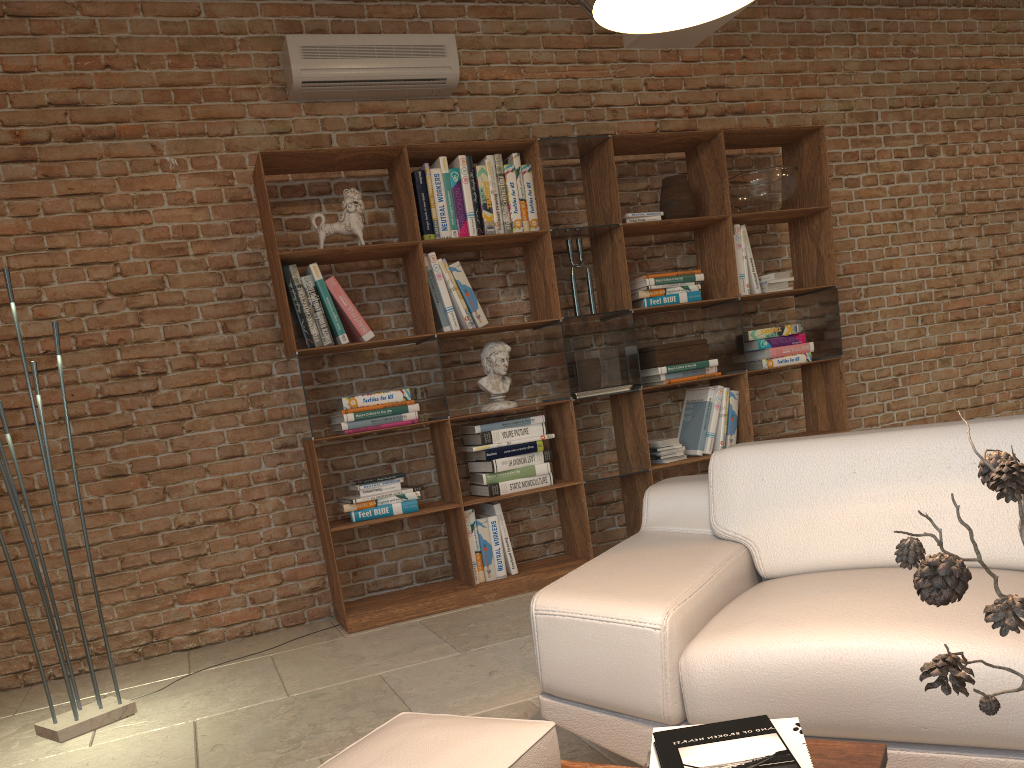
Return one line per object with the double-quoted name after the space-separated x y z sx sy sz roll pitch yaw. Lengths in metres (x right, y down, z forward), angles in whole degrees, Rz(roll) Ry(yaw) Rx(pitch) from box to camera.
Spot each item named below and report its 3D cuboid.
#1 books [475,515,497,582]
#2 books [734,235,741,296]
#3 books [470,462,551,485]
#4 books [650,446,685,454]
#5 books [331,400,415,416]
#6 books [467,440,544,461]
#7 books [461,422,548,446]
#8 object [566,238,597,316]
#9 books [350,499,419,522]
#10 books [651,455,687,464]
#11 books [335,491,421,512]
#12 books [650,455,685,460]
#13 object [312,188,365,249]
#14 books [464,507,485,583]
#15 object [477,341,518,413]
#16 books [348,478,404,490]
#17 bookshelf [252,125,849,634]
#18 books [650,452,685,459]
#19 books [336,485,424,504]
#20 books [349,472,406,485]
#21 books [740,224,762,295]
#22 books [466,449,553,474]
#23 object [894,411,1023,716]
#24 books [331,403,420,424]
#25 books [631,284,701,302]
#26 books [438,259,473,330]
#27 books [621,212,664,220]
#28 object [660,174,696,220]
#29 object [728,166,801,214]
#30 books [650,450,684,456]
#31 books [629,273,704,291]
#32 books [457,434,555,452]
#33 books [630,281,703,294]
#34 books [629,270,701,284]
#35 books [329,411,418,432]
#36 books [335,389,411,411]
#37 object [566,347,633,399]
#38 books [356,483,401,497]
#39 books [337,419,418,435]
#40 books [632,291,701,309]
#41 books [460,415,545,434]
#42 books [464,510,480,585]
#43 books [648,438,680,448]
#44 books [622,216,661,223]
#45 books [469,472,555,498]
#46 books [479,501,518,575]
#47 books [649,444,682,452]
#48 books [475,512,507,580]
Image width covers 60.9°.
-0.172 0.848 4.534 0.057 0.336 0.252 -12 7 -21 "books"
1.165 -0.633 4.854 0.055 0.336 0.252 -12 7 -21 "books"
-0.018 0.463 4.550 0.359 0.056 0.281 -8 0 -18 "books"
0.830 0.371 4.874 0.168 0.019 0.236 -8 -1 -28 "books"
-0.683 0.118 4.262 0.352 0.021 0.271 -8 -1 -22 "books"
-0.040 0.343 4.499 0.322 0.056 0.254 -8 0 -25 "books"
-0.040 0.260 4.521 0.374 0.066 0.244 -8 0 -26 "books"
0.351 -0.547 4.509 0.120 0.407 0.061 -11 10 -17 "object"
-0.638 0.618 4.327 0.325 0.056 0.252 -8 0 -10 "books"
0.838 0.423 4.883 0.168 0.019 0.237 -8 -1 -33 "books"
-0.667 0.575 4.320 0.376 0.037 0.243 -8 0 -20 "books"
0.832 0.410 4.872 0.154 0.008 0.242 -8 -1 -26 "books"
-0.804 -0.765 4.053 0.250 0.289 0.128 -10 8 -12 "object"
-0.222 0.828 4.522 0.036 0.391 0.241 -12 8 -21 "books"
-0.088 -0.039 4.453 0.196 0.357 0.190 -9 7 -5 "object"
-0.678 0.496 4.328 0.233 0.019 0.171 -8 0 -27 "books"
0.401 -0.102 4.619 3.002 2.246 0.360 -10 9 -19 "bookshelf"
0.820 0.399 4.862 0.160 0.017 0.252 -8 -1 -26 "books"
-0.653 0.545 4.311 0.374 0.018 0.244 -8 -1 -27 "books"
-0.666 0.467 4.307 0.249 0.017 0.161 -8 0 -20 "books"
1.274 -0.677 4.913 0.100 0.391 0.241 -12 8 -21 "books"
-0.010 0.400 4.529 0.373 0.066 0.245 -8 0 -33 "books"
0.610 0.245 0.829 0.318 0.619 0.529 -2 8 40 "object"
-0.670 0.145 4.249 0.374 0.037 0.244 -8 0 -26 "books"
0.799 -0.486 4.743 0.376 0.037 0.243 -8 0 -20 "books"
-0.320 -0.425 4.332 0.123 0.355 0.269 -12 7 -21 "books"
0.651 -0.871 4.587 0.233 0.019 0.171 -8 0 -27 "books"
0.878 -0.979 4.649 0.194 0.237 0.188 -6 6 27 "object"
1.393 -1.048 4.879 0.441 0.223 0.425 -8 2 21 "object"
0.829 0.385 4.868 0.154 0.008 0.242 -8 -1 -26 "books"
0.813 -0.544 4.722 0.374 0.037 0.244 -8 0 -26 "books"
-0.035 0.303 4.509 0.440 0.021 0.271 -8 -1 -20 "books"
0.813 -0.516 4.734 0.374 0.018 0.244 -8 -1 -27 "books"
0.800 -0.571 4.735 0.352 0.021 0.271 -8 -1 -22 "books"
-0.677 0.184 4.258 0.375 0.037 0.244 -8 0 -25 "books"
-0.680 0.079 4.256 0.323 0.056 0.253 -8 0 -18 "books"
0.414 -0.055 4.611 0.332 0.237 0.282 -10 4 -20 "object"
-0.666 0.521 4.328 0.204 0.034 0.132 -8 0 -20 "books"
-0.667 0.211 4.272 0.352 0.021 0.271 -8 -1 -20 "books"
0.828 -0.443 4.750 0.325 0.056 0.252 -8 0 -10 "books"
-0.050 0.209 4.507 0.376 0.037 0.243 -8 0 -20 "books"
-0.250 0.832 4.495 0.036 0.391 0.241 -12 8 -21 "books"
0.820 0.328 4.859 0.131 0.034 0.205 -9 0 -26 "books"
0.663 -0.846 4.587 0.204 0.034 0.132 -8 0 -20 "books"
-0.001 0.521 4.543 0.374 0.066 0.244 -8 0 -26 "books"
-0.072 0.805 4.583 0.078 0.392 0.241 -12 8 -21 "books"
0.813 0.355 4.855 0.160 0.017 0.251 -8 -1 -21 "books"
-0.118 0.839 4.547 0.055 0.336 0.252 -12 7 -21 "books"
